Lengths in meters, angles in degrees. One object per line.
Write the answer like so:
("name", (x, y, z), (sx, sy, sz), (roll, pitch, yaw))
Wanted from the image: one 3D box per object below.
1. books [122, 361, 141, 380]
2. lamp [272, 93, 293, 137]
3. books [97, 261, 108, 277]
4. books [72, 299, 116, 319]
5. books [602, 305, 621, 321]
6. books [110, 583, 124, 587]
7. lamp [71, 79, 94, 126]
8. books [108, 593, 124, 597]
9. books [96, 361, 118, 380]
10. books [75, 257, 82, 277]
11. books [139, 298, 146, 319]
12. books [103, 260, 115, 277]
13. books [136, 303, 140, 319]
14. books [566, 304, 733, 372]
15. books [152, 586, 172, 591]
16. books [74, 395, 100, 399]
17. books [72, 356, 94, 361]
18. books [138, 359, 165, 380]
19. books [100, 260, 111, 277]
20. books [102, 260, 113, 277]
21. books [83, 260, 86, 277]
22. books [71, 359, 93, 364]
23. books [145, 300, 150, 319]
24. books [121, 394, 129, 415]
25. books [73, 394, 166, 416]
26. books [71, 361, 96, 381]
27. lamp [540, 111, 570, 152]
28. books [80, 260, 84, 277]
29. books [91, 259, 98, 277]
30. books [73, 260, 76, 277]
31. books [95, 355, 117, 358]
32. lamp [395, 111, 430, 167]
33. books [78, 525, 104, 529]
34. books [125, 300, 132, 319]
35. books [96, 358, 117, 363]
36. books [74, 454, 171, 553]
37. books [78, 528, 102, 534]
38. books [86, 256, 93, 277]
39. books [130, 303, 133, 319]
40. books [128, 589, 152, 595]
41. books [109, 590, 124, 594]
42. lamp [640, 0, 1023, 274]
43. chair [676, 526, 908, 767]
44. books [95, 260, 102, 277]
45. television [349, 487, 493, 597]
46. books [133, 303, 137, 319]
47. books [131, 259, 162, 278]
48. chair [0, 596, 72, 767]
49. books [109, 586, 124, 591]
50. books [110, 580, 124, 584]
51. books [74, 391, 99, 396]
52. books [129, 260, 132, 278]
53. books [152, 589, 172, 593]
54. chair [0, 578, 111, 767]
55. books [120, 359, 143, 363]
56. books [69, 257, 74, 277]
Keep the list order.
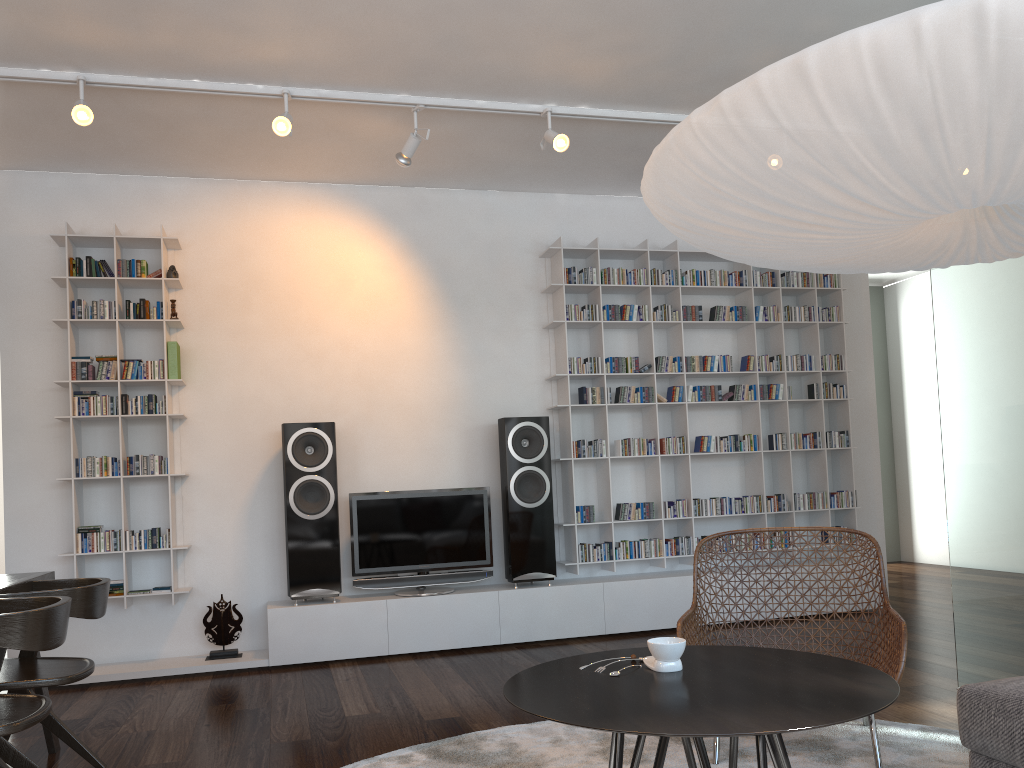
("books", (-2.072, -0.068, 4.811), (0.088, 0.107, 0.096), (-2, -4, -15))
("lamp", (-1.029, -1.199, 3.972), (0.085, 0.238, 0.253), (-2, -5, -10))
("books", (-2.212, -0.613, 4.787), (0.046, 0.090, 0.070), (-2, -4, -15))
("books", (-2.255, -0.393, 4.793), (0.221, 0.112, 0.109), (-1, -5, -15))
("books", (0.607, -0.437, 5.553), (0.132, 0.104, 0.100), (-1, -5, -17))
("books", (-2.119, 1.071, 4.723), (0.092, 0.013, 0.070), (-1, -7, -15))
("lamp", (-1.837, -1.185, 3.753), (0.085, 0.239, 0.252), (-1, -5, -33))
("books", (-2.124, 1.123, 4.721), (0.107, 0.016, 0.069), (-1, -7, -15))
("books", (-2.184, -0.066, 4.784), (0.114, 0.107, 0.096), (-1, -4, -15))
("books", (-2.327, -0.620, 4.755), (0.023, 0.107, 0.069), (-2, -4, -15))
("books", (-2.014, -0.402, 4.830), (0.029, 0.115, 0.074), (-2, -4, -15))
("books", (-2.178, -0.617, 4.797), (0.057, 0.098, 0.069), (-2, -4, -15))
("books", (-2.036, -0.390, 4.822), (0.020, 0.092, 0.070), (-2, -4, -15))
("books", (0.868, -0.278, 5.615), (1.123, 0.429, 0.102), (-1, -3, -15))
("books", (-1.891, 1.107, 4.791), (0.093, 0.013, 0.070), (-2, -7, -10))
("books", (-2.291, 0.070, 4.770), (0.111, 0.012, 0.094), (-1, -7, -15))
("books", (-2.304, -0.135, 4.747), (0.093, 0.013, 0.070), (-2, -7, -10))
("books", (-1.968, -0.072, 4.849), (0.136, 0.112, 0.123), (-1, -5, -15))
("books", (-2.196, -0.617, 4.793), (0.057, 0.098, 0.069), (-2, -4, -15))
("books", (-2.187, -0.617, 4.795), (0.057, 0.098, 0.069), (-2, -4, -15))
("books", (-2.295, -0.612, 4.766), (0.014, 0.092, 0.070), (-2, -4, -15))
("books", (-2.308, -0.121, 4.749), (0.092, 0.013, 0.070), (-1, -7, -15))
("books", (-1.991, -0.398, 4.838), (0.016, 0.107, 0.069), (-2, -4, -15))
("books", (-2.096, 0.116, 4.796), (0.029, 0.115, 0.074), (-2, -4, -15))
("books", (-2.120, 0.120, 4.808), (0.467, 0.112, 0.123), (-1, -5, -15))
("books", (-2.303, -0.062, 4.752), (0.101, 0.104, 0.096), (-2, -4, -15))
("lamp", (0.185, -1.218, 4.296), (0.085, 0.239, 0.252), (-1, -5, -30))
("books", (-2.309, -0.612, 4.762), (0.014, 0.092, 0.070), (-2, -4, -15))
("books", (-2.253, -0.617, 4.776), (0.019, 0.099, 0.075), (-2, -4, -15))
("books", (-2.344, -0.612, 4.752), (0.014, 0.092, 0.070), (-2, -4, -15))
("books", (-2.183, -0.142, 4.782), (0.111, 0.014, 0.094), (-1, -7, -15))
("lamp", (-0.469, -1.189, 4.276), (0.251, 0.239, 0.085), (-7, -5, 41))
("books", (-2.255, 0.767, 4.738), (0.111, 0.012, 0.094), (-1, -7, -15))
("books", (-2.083, -0.396, 4.808), (0.023, 0.107, 0.069), (-2, -4, -15))
("books", (-2.181, -0.129, 4.772), (0.107, 0.017, 0.069), (-1, -7, -15))
("books", (-2.096, 0.643, 4.781), (0.469, 0.509, 0.123), (-2, -3, -15))
("books", (-2.251, 0.783, 4.720), (0.107, 0.023, 0.069), (-1, -6, -15))
("books", (-2.277, -0.624, 4.771), (0.029, 0.115, 0.074), (-2, -4, -15))
("books", (-2.066, -0.389, 4.816), (0.014, 0.092, 0.070), (-2, -4, -15))
("books", (-2.012, 1.125, 4.784), (0.111, 0.012, 0.094), (-1, -7, -15))
("books", (-2.117, 1.108, 4.720), (0.092, 0.013, 0.070), (-1, -7, -15))
("lamp", (1.037, -0.443, 1.994), (1.473, 0.209, 1.475), (-5, -7, 21))
("chair", (0.957, 0.869, 3.060), (0.719, 0.706, 0.688), (-4, -5, 17))
("books", (-2.235, -0.614, 4.782), (0.028, 0.093, 0.070), (-2, -4, -15))
("television", (-0.518, 0.919, 5.166), (0.788, 0.598, 0.347), (-3, -3, 3))
("books", (-2.052, -0.389, 4.819), (0.014, 0.092, 0.070), (-2, -4, -15))
("books", (-2.005, -0.620, 4.874), (0.160, 0.110, 0.102), (-1, -5, -15))
("chair", (-1.437, 0.926, 2.310), (0.519, 0.668, 0.596), (-2, -4, -15))
("books", (-2.125, 1.089, 4.717), (0.107, 0.023, 0.069), (-1, -6, -15))
("books", (-2.120, 1.057, 4.724), (0.092, 0.013, 0.070), (-1, -7, -15))
("books", (-2.295, 0.054, 4.774), (0.111, 0.022, 0.096), (-1, -7, -15))
("books", (-2.083, -0.617, 4.836), (0.012, 0.107, 0.069), (-2, -4, -15))
("books", (-1.895, 1.121, 4.792), (0.092, 0.013, 0.070), (-1, -7, -15))
("chair", (-1.595, 1.002, 2.901), (0.519, 0.668, 0.596), (-2, -4, -17))
("books", (-2.067, -0.125, 4.809), (0.107, 0.008, 0.069), (-1, -7, -15))
("books", (-2.360, -0.618, 4.751), (0.016, 0.107, 0.069), (-2, -4, -15))
